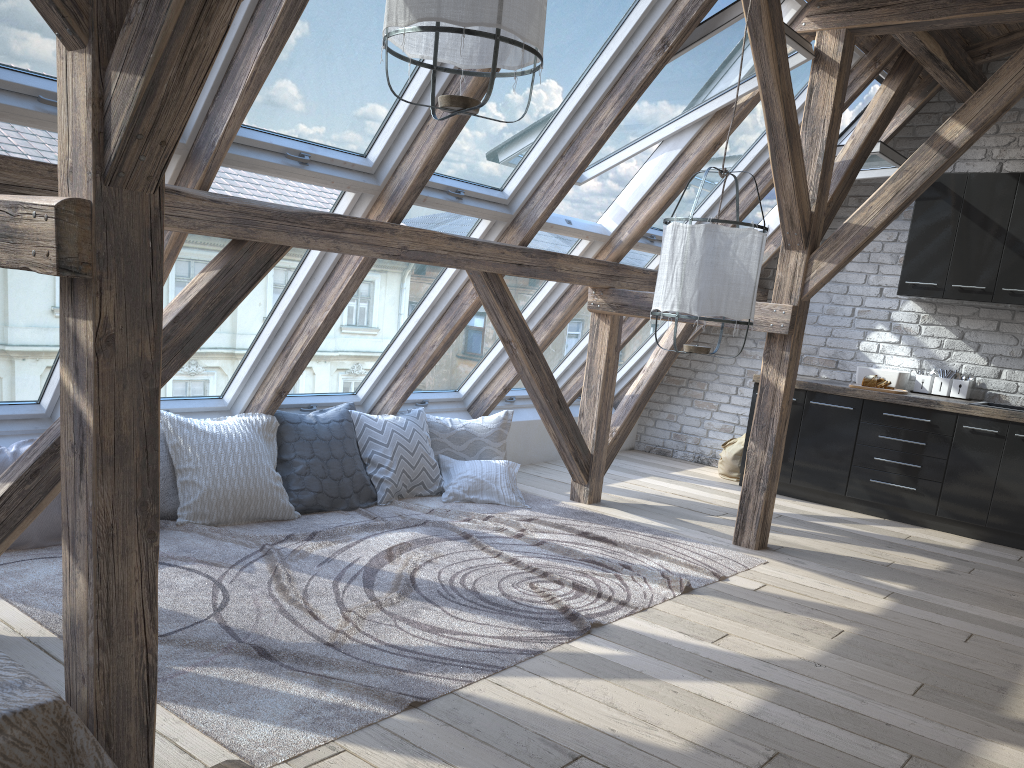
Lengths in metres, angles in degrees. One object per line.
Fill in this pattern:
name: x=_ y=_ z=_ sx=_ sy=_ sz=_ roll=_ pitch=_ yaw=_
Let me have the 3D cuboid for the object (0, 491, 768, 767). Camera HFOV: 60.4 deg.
object: x=-0.479 y=0.772 z=4.085 sx=2.157 sy=0.058 sz=3.167 roll=11 pitch=7 yaw=38

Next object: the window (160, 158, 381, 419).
window: x=-1.311 y=-0.361 z=3.949 sx=1.080 sy=1.307 sz=0.848 roll=13 pitch=13 yaw=37

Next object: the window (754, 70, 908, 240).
window: x=1.832 y=-1.459 z=5.978 sx=1.499 sy=1.306 sz=0.848 roll=13 pitch=12 yaw=37

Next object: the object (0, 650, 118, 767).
object: x=-1.411 y=0.640 z=1.986 sx=1.011 sy=0.485 sz=0.793 roll=3 pitch=8 yaw=-22

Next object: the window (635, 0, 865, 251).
window: x=1.306 y=-1.438 z=5.230 sx=1.080 sy=1.307 sz=0.848 roll=13 pitch=13 yaw=37

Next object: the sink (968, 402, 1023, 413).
sink: x=3.281 y=0.134 z=5.662 sx=0.518 sy=0.527 sz=0.510 roll=13 pitch=12 yaw=37

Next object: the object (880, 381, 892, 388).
object: x=2.573 y=0.005 z=6.056 sx=0.072 sy=0.056 sz=0.081 roll=8 pitch=8 yaw=14

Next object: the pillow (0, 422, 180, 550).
pillow: x=-1.857 y=0.440 z=3.850 sx=0.430 sy=0.536 sz=1.122 roll=12 pitch=9 yaw=30

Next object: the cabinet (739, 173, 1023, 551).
cabinet: x=3.166 y=-0.166 z=4.760 sx=4.156 sy=2.567 sz=2.076 roll=12 pitch=11 yaw=37

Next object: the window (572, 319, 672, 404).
window: x=0.986 y=-0.408 z=6.796 sx=1.080 sy=1.307 sz=0.848 roll=13 pitch=13 yaw=37

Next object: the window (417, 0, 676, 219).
window: x=0.158 y=-1.415 z=3.806 sx=1.080 sy=1.307 sz=0.848 roll=13 pitch=13 yaw=37

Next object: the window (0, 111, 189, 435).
window: x=-1.885 y=-0.349 z=3.237 sx=1.080 sy=1.307 sz=0.848 roll=13 pitch=13 yaw=37

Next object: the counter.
counter: x=2.880 y=0.630 z=5.010 sx=3.759 sy=0.872 sz=2.227 roll=11 pitch=8 yaw=37

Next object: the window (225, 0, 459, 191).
window: x=-0.416 y=-1.403 z=3.094 sx=1.080 sy=1.307 sz=0.848 roll=13 pitch=13 yaw=37

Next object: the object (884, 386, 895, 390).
object: x=2.600 y=0.028 z=6.059 sx=0.068 sy=0.017 sz=0.076 roll=8 pitch=6 yaw=16

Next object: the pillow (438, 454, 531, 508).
pillow: x=-0.178 y=0.599 z=5.372 sx=0.537 sy=0.248 sz=0.465 roll=5 pitch=7 yaw=-11

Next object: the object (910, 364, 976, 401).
object: x=3.009 y=-0.013 z=6.121 sx=0.399 sy=0.205 sz=0.146 roll=12 pitch=12 yaw=38

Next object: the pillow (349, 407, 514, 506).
pillow: x=-0.496 y=0.417 z=5.426 sx=0.493 sy=0.546 sz=1.149 roll=15 pitch=11 yaw=43

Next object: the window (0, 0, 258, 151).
window: x=-0.990 y=-1.391 z=2.383 sx=1.080 sy=1.307 sz=0.848 roll=13 pitch=13 yaw=37

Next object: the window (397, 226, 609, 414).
window: x=-0.163 y=-0.385 z=5.372 sx=1.080 sy=1.307 sz=0.848 roll=13 pitch=13 yaw=37

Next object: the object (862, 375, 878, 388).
object: x=2.470 y=-0.024 z=6.080 sx=0.089 sy=0.089 sz=0.085 roll=8 pitch=10 yaw=15

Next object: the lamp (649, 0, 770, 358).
lamp: x=0.837 y=-1.059 z=3.313 sx=0.408 sy=1.940 sz=0.389 roll=4 pitch=12 yaw=-11

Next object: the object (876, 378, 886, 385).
object: x=2.557 y=-0.008 z=6.107 sx=0.074 sy=0.069 sz=0.077 roll=8 pitch=9 yaw=10

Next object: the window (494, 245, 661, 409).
window: x=0.411 y=-0.397 z=6.084 sx=1.080 sy=1.307 sz=0.848 roll=13 pitch=13 yaw=37

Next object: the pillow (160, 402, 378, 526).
pillow: x=-1.213 y=0.396 z=4.595 sx=0.460 sy=0.576 sz=1.265 roll=14 pitch=10 yaw=39

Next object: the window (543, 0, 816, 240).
window: x=0.694 y=-1.434 z=4.547 sx=1.386 sy=1.306 sz=0.848 roll=13 pitch=12 yaw=37

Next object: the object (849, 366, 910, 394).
object: x=2.603 y=-0.030 z=6.196 sx=0.378 sy=0.137 sz=0.583 roll=9 pitch=7 yaw=26

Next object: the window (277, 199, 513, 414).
window: x=-0.737 y=-0.373 z=4.661 sx=1.080 sy=1.307 sz=0.848 roll=13 pitch=13 yaw=37

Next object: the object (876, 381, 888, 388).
object: x=2.545 y=0.001 z=6.052 sx=0.072 sy=0.059 sz=0.082 roll=8 pitch=8 yaw=14

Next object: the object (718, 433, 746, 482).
object: x=1.782 y=0.549 z=6.972 sx=0.338 sy=0.399 sz=0.384 roll=1 pitch=10 yaw=-26

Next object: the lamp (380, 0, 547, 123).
lamp: x=-0.066 y=-1.333 z=2.092 sx=0.406 sy=1.336 sz=0.392 roll=9 pitch=12 yaw=14
